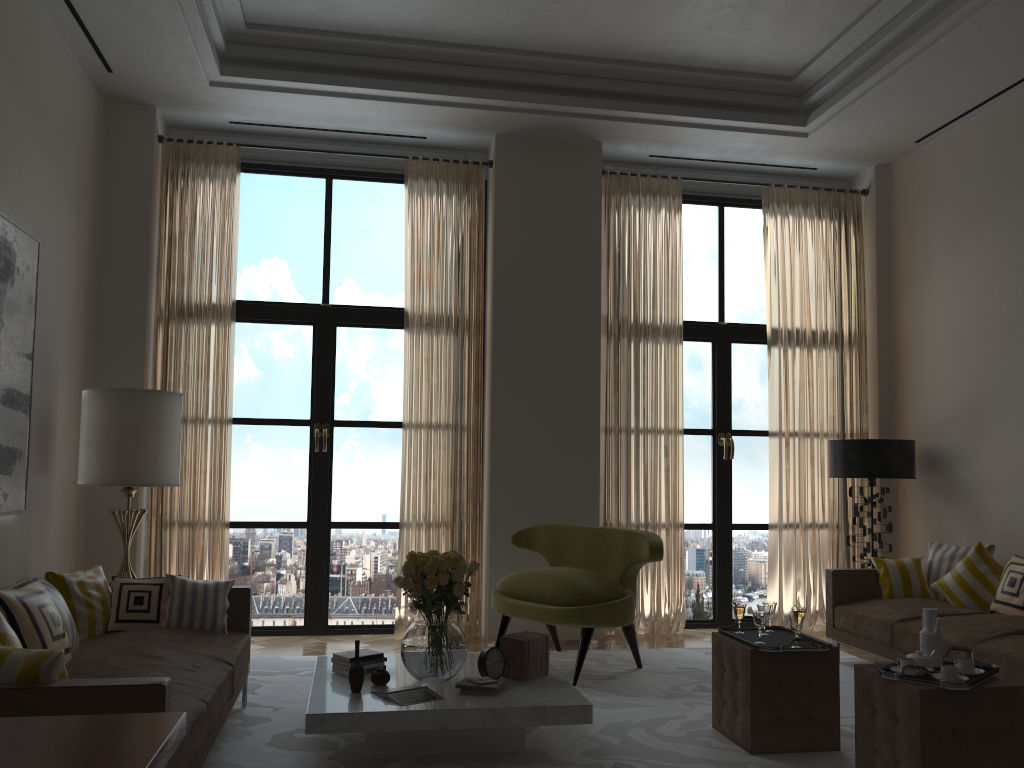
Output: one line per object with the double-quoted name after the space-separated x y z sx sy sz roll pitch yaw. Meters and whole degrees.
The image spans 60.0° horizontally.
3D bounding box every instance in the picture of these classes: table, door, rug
-0.456 2.028 5.591 1.584 0.342 1.503 2 -6 -10 "table"
-1.898 0.140 8.990 3.258 4.757 0.240 2 -4 -10 "door"
0.855 2.164 5.399 5.518 0.065 5.744 2 -6 -10 "rug"
2.330 0.276 9.736 3.086 4.757 0.240 2 -4 -10 "door"
-1.395 1.140 0.217 1.800 1.025 3.809 2 -6 -10 "table"

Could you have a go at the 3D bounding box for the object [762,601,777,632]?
1.705 1.541 5.863 0.098 0.191 0.098 -3 -6 37 "object"

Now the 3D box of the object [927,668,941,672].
2.213 1.482 4.585 0.186 0.026 0.041 1 -5 -2 "object"

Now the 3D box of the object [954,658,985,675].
2.392 1.486 4.671 0.176 0.067 0.176 2 -6 -11 "object"

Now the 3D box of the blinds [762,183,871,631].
3.302 0.272 9.681 1.242 4.864 0.419 1 -4 -8 "blinds"

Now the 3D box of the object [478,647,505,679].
-0.125 1.753 5.555 0.082 0.208 0.205 -3 -6 41 "object"

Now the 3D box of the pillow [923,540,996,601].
3.925 1.695 7.872 0.356 0.575 0.624 4 -6 -31 "pillow"

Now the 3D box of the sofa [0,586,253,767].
-2.240 1.683 4.725 1.351 0.818 2.986 2 -6 -10 "sofa"

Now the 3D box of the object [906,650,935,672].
2.172 1.470 4.728 0.176 0.105 0.136 2 -5 -14 "object"

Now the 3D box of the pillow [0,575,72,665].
-2.517 1.293 4.570 0.403 0.546 0.618 1 -5 -7 "pillow"

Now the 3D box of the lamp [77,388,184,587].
-3.107 1.188 7.159 0.768 2.250 0.768 -3 -6 43 "lamp"

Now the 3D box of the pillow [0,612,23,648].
-2.392 1.200 4.019 0.767 0.616 0.356 -3 -6 34 "pillow"

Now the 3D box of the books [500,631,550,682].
0.080 1.744 5.699 0.211 0.264 0.282 -3 -6 40 "books"

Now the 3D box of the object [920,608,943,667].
2.290 1.384 4.846 0.113 0.304 0.126 -1 -5 27 "object"

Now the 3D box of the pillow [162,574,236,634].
-2.108 1.497 5.957 0.498 0.427 0.327 3 -5 -22 "pillow"

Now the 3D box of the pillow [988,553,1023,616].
4.042 1.623 6.913 0.403 0.546 0.618 1 -5 -7 "pillow"

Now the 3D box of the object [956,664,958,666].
2.362 1.514 4.729 0.041 0.015 0.187 -3 -7 31 "object"

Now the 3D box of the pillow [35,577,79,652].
-2.643 1.391 4.929 0.371 0.564 0.661 2 -5 -15 "pillow"

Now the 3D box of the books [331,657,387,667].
-0.991 1.785 5.739 0.230 0.024 0.281 -5 -8 45 "books"

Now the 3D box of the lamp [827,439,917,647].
3.618 1.578 8.899 0.830 2.014 0.831 1 -4 -6 "lamp"

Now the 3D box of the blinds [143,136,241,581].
-3.065 0.074 8.557 0.780 4.876 0.420 1 -4 -8 "blinds"

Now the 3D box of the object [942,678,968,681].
2.204 1.478 4.418 0.187 0.015 0.041 3 -6 -23 "object"

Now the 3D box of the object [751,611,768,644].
1.522 1.496 5.442 0.098 0.191 0.098 0 -5 16 "object"

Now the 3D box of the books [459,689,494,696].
-0.198 1.819 5.297 0.197 0.024 0.256 0 -6 7 "books"

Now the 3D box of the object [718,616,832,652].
1.642 1.572 5.591 0.491 0.091 0.804 2 -6 -10 "object"

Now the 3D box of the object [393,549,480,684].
-0.458 1.455 5.570 0.540 0.820 0.628 2 -5 -14 "object"

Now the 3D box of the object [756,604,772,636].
1.634 1.528 5.740 0.098 0.191 0.098 2 -5 -10 "object"

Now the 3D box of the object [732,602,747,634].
1.485 1.530 5.787 0.098 0.191 0.098 3 -5 -27 "object"

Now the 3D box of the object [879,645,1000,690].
2.246 1.475 4.656 0.441 0.101 0.721 -5 -8 43 "object"

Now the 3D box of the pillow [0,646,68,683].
-1.985 1.234 3.531 0.482 0.432 0.318 1 -5 0 "pillow"

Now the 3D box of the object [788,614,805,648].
1.705 1.486 5.317 0.098 0.191 0.098 2 -5 -10 "object"

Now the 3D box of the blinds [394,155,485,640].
-0.709 0.143 8.972 0.874 4.864 0.419 1 -4 -7 "blinds"

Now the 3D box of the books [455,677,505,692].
-0.187 1.795 5.301 0.255 0.026 0.202 -1 -6 15 "books"

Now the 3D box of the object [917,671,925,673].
2.096 1.474 4.537 0.052 0.027 0.080 -3 -7 37 "object"

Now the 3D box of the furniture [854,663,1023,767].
2.212 1.830 4.628 0.613 0.615 0.615 2 -5 -10 "furniture"

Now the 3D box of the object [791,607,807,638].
1.821 1.518 5.622 0.098 0.191 0.098 0 -5 16 "object"

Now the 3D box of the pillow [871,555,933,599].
3.509 1.759 7.946 0.482 0.432 0.318 1 -5 0 "pillow"

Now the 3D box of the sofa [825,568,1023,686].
3.755 1.968 6.704 1.351 0.818 2.986 2 -6 -10 "sofa"

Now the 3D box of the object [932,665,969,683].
2.214 1.464 4.486 0.176 0.067 0.176 2 -6 -8 "object"

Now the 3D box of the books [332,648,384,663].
-0.995 1.756 5.732 0.260 0.030 0.207 6 -8 -43 "books"

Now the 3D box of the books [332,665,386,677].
-0.991 1.839 5.734 0.281 0.035 0.207 6 -8 -43 "books"

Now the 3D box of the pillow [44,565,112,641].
-2.787 1.441 5.786 0.296 0.475 0.516 0 -5 11 "pillow"

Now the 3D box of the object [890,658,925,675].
2.051 1.459 4.585 0.176 0.067 0.176 5 -7 -34 "object"

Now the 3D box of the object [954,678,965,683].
2.215 1.474 4.385 0.053 0.025 0.049 2 -5 -8 "object"

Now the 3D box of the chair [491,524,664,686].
0.438 1.839 7.582 1.030 1.211 1.792 5 -7 -42 "chair"

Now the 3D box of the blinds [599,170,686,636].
1.356 0.210 9.339 0.960 4.864 0.420 1 -4 -8 "blinds"

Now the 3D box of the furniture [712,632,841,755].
1.642 1.917 5.571 0.613 0.615 0.615 2 -5 -10 "furniture"

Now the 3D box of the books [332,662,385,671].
-0.991 1.808 5.724 0.207 0.024 0.263 -5 -8 43 "books"

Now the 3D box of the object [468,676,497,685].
-0.175 1.775 5.311 0.139 0.019 0.137 4 -6 -26 "object"

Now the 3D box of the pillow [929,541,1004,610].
3.918 1.638 7.470 0.767 0.616 0.356 -3 -6 34 "pillow"

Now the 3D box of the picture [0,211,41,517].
-3.247 -0.214 4.935 0.045 1.994 3.068 1 -5 -9 "picture"

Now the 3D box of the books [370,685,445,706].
-0.611 1.792 5.148 0.281 0.038 0.384 5 -7 -37 "books"

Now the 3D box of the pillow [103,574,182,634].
-2.474 1.492 5.929 0.464 0.411 0.304 2 -5 -12 "pillow"
